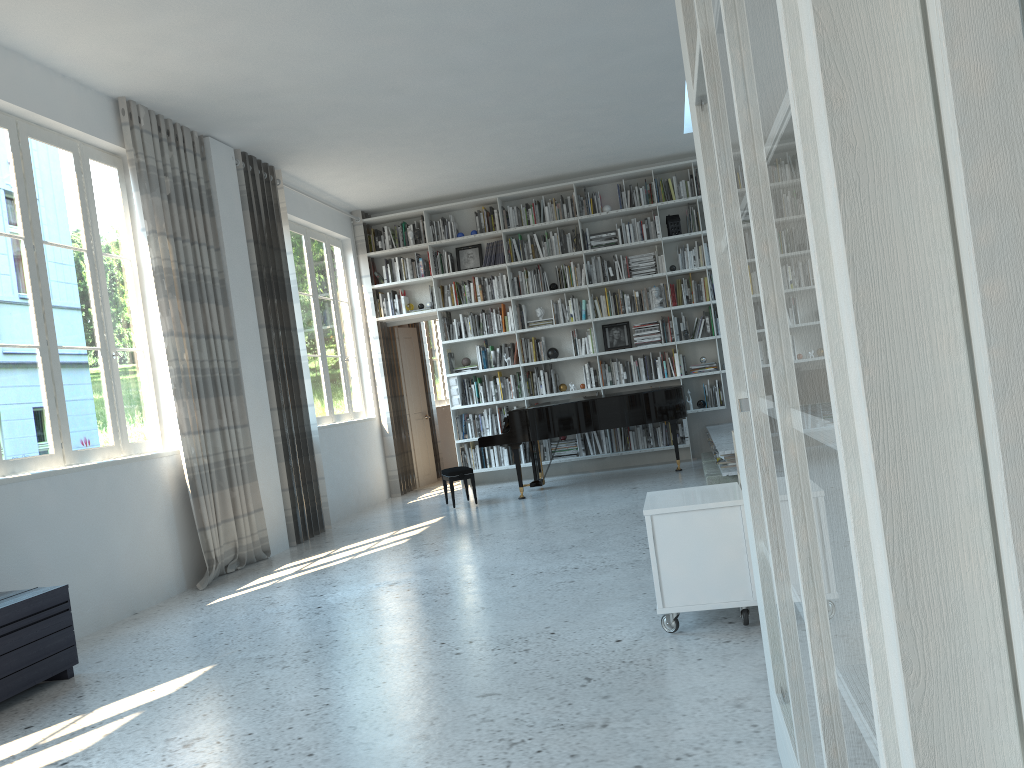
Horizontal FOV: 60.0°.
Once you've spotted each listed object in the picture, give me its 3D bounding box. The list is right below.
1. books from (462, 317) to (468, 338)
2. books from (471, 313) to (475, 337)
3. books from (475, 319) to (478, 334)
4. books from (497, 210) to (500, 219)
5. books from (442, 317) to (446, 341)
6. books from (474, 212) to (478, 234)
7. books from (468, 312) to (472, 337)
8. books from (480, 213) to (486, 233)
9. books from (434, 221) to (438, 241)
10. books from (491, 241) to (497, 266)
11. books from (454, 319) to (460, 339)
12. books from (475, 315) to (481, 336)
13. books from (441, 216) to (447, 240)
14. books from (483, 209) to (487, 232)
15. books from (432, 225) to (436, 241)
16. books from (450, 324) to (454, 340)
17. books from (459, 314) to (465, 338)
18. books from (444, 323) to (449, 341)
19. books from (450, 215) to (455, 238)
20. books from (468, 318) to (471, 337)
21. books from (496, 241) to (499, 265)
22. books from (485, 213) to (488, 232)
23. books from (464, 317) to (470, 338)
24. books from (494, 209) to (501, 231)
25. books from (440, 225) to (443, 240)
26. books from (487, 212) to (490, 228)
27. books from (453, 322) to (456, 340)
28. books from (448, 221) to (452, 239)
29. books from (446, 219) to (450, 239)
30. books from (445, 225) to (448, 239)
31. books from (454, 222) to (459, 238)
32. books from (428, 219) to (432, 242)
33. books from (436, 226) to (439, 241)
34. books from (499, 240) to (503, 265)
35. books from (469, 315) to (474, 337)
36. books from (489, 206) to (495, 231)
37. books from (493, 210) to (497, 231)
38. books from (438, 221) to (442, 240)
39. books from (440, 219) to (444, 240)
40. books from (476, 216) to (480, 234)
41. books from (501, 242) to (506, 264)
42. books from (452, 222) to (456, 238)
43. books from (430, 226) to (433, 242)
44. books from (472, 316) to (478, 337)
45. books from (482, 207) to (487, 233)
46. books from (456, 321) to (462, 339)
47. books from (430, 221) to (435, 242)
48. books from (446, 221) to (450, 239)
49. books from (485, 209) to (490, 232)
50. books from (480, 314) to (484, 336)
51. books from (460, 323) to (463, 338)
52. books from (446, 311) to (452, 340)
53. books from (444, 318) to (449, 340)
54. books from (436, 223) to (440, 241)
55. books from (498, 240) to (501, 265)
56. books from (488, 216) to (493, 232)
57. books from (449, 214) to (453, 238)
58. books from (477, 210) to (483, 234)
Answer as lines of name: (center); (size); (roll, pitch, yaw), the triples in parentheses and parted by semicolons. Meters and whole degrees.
books: (-0.521, -0.625, 9.941); (0.011, 0.246, 0.176); (-8, 0, 10)
books: (-0.417, -0.653, 9.934); (0.011, 0.271, 0.157); (-8, 0, 10)
books: (-0.377, -0.624, 9.938); (0.010, 0.204, 0.139); (-8, 0, 10)
books: (-0.112, -1.799, 9.851); (0.039, 0.252, 0.146); (-8, 0, 10)
books: (-0.746, -0.614, 10.000); (0.012, 0.285, 0.159); (-8, 0, 10)
books: (-0.379, -1.774, 9.899); (0.013, 0.278, 0.150); (-8, 0, 10)
books: (-0.451, -0.659, 9.930); (0.011, 0.293, 0.183); (-8, 0, 10)
books: (-0.310, -1.770, 9.868); (0.028, 0.249, 0.155); (-8, 0, 10)
books: (-0.837, -1.696, 9.972); (0.012, 0.249, 0.180); (-8, 0, 10)
books: (-0.185, -1.432, 9.855); (0.097, 0.282, 0.174); (-8, 0, 10)
books: (-0.607, -0.608, 9.954); (0.022, 0.235, 0.177); (-8, 0, 10)
books: (-0.367, -0.645, 9.917); (0.023, 0.242, 0.184); (-8, 0, 10)
books: (-0.749, -1.724, 9.937); (0.015, 0.279, 0.190); (-8, 0, 10)
books: (-0.276, -1.792, 9.873); (0.013, 0.283, 0.166); (-8, 0, 10)
books: (-0.855, -1.674, 9.984); (0.032, 0.210, 0.158); (-8, 0, 10)
books: (-0.659, -0.574, 9.963); (0.037, 0.182, 0.189); (-8, 0, 10)
books: (-0.539, -0.641, 9.953); (0.023, 0.281, 0.174); (-8, 0, 10)
books: (-0.724, -0.579, 9.988); (0.026, 0.209, 0.155); (-8, 0, 10)
books: (-0.651, -1.744, 9.959); (0.015, 0.293, 0.130); (-8, 0, 10)
books: (-0.459, -0.626, 9.935); (0.014, 0.230, 0.148); (-8, 0, 10)
books: (-0.149, -1.440, 9.869); (0.078, 0.285, 0.174); (-8, 0, 10)
books: (-0.266, -1.783, 9.859); (0.010, 0.263, 0.156); (-8, 0, 10)
books: (-0.487, -0.628, 9.959); (0.049, 0.243, 0.139); (-8, 0, 10)
books: (-0.150, -1.795, 9.843); (0.031, 0.254, 0.178); (-8, 0, 10)
books: (-0.774, -1.676, 9.973); (0.014, 0.192, 0.146); (-8, 0, 10)
books: (-0.238, -1.782, 9.885); (0.013, 0.254, 0.129); (-8, 0, 10)
books: (-0.634, -0.591, 9.976); (0.042, 0.209, 0.143); (-8, 0, 10)
books: (-0.675, -1.701, 9.932); (0.021, 0.214, 0.173); (-8, 0, 10)
books: (-0.704, -1.716, 9.953); (0.013, 0.253, 0.129); (-8, 0, 10)
books: (-0.719, -1.679, 9.952); (0.026, 0.182, 0.161); (-8, 0, 10)
books: (-0.620, -1.706, 9.947); (0.013, 0.210, 0.136); (-8, 0, 10)
books: (-0.902, -1.705, 9.995); (0.007, 0.285, 0.159); (-8, 0, 10)
books: (-0.816, -1.671, 9.984); (0.017, 0.194, 0.129); (-8, 0, 10)
books: (-0.105, -1.446, 9.860); (0.078, 0.285, 0.174); (-8, 0, 10)
books: (-0.434, -0.638, 9.920); (0.021, 0.247, 0.189); (-8, 0, 10)
books: (-0.203, -1.809, 9.841); (0.025, 0.297, 0.163); (-8, 0, 10)
books: (-0.174, -1.794, 9.860); (0.022, 0.260, 0.152); (-8, 0, 10)
books: (-0.793, -1.699, 9.967); (0.016, 0.243, 0.156); (-8, 0, 10)
books: (-0.767, -1.712, 9.958); (0.016, 0.261, 0.154); (-8, 0, 10)
books: (-0.357, -1.747, 9.884); (0.028, 0.218, 0.153); (-8, 0, 10)
books: (-0.085, -1.449, 9.843); (0.078, 0.285, 0.174); (-8, 0, 10)
books: (-0.634, -1.700, 9.940); (0.014, 0.202, 0.170); (-8, 0, 10)
books: (-0.886, -1.666, 9.985); (0.017, 0.204, 0.142); (-8, 0, 10)
books: (-0.400, -0.638, 9.915); (0.024, 0.237, 0.166); (-8, 0, 10)
books: (-0.289, -1.809, 9.890); (0.014, 0.321, 0.136); (-8, 0, 10)
books: (-0.583, -0.596, 9.940); (0.028, 0.204, 0.188); (-8, 0, 10)
books: (-0.877, -1.695, 9.988); (0.007, 0.259, 0.156); (-8, 0, 10)
books: (-0.691, -1.702, 9.942); (0.013, 0.219, 0.181); (-8, 0, 10)
books: (-0.256, -1.790, 9.858); (0.011, 0.274, 0.183); (-8, 0, 10)
books: (-0.330, -0.657, 9.927); (0.048, 0.256, 0.141); (-8, 0, 10)
books: (-0.550, -0.592, 9.979); (0.021, 0.187, 0.129); (-8, 0, 10)
books: (-0.694, -0.646, 9.961); (0.012, 0.334, 0.184); (-8, 0, 10)
books: (-0.708, -0.610, 9.967); (0.027, 0.266, 0.176); (-8, 0, 10)
books: (-0.807, -1.688, 9.965); (0.013, 0.225, 0.177); (-8, 0, 10)
books: (-0.126, -1.443, 9.869); (0.078, 0.285, 0.174); (-8, 0, 10)
books: (-0.219, -1.753, 9.857); (0.027, 0.190, 0.177); (-8, 0, 10)
books: (-0.664, -1.746, 9.949); (0.007, 0.301, 0.145); (-8, 0, 10)
books: (-0.337, -1.781, 9.874); (0.024, 0.280, 0.187); (-8, 0, 10)
